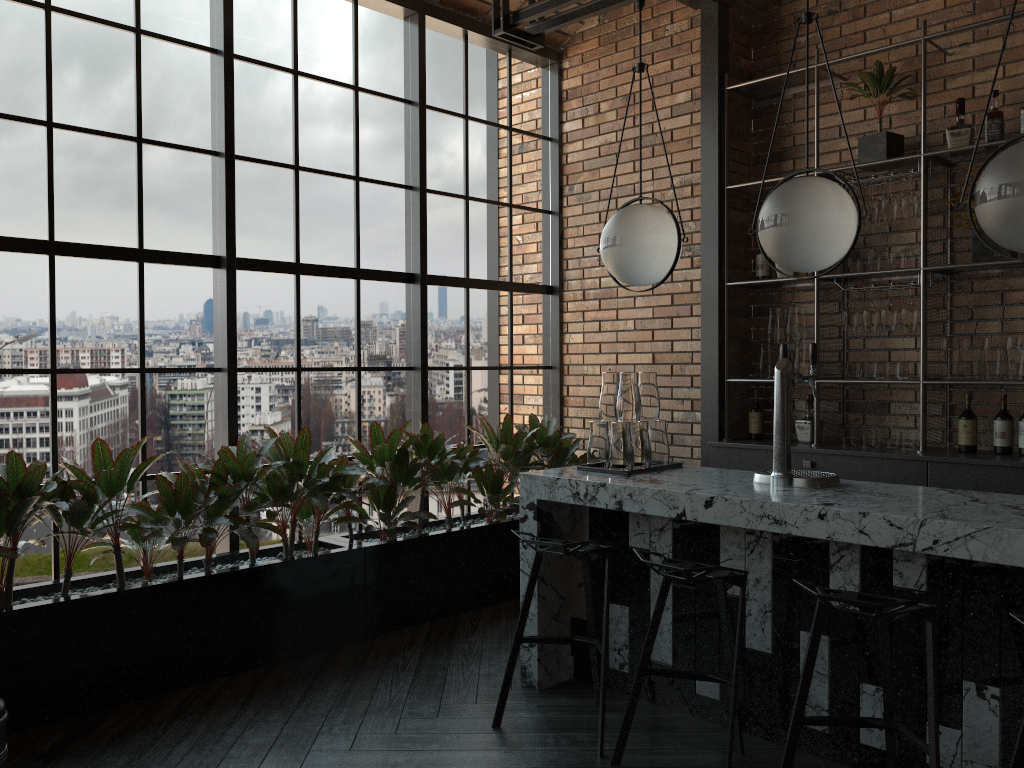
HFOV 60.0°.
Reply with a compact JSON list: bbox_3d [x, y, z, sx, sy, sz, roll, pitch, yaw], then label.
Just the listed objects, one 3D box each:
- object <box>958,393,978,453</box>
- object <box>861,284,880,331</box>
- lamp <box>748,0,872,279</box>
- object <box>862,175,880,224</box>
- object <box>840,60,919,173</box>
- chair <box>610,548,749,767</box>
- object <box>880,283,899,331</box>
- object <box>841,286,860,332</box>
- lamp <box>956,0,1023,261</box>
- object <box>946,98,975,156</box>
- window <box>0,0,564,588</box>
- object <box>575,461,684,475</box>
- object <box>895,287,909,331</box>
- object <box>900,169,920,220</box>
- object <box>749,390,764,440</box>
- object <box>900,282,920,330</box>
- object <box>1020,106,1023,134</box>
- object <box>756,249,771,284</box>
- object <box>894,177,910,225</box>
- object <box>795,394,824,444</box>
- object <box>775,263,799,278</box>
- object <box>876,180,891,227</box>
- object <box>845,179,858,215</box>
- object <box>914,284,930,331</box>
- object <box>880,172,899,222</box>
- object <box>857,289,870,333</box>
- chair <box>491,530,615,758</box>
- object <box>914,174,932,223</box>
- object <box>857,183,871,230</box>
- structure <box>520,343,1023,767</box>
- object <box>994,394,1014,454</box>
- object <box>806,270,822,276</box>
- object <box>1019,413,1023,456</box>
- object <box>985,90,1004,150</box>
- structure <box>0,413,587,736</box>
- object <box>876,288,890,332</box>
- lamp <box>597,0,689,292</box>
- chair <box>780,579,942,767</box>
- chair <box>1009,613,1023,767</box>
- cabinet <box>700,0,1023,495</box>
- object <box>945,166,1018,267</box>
[{"bbox_3d":[2.305,0.197,4.482,0.086,0.299,0.086,0,1,4],"label":"object"},{"bbox_3d":[1.910,-0.405,4.723,0.092,0.244,0.092,-1,1,-39],"label":"object"},{"bbox_3d":[1.051,-1.252,3.155,0.340,1.754,0.340,0,1,1],"label":"lamp"},{"bbox_3d":[1.908,-0.977,4.711,0.092,0.244,0.092,-1,1,-39],"label":"object"},{"bbox_3d":[1.990,-1.443,4.783,0.377,0.554,0.422,0,1,33],"label":"object"},{"bbox_3d":[0.633,0.916,2.929,0.414,0.737,0.475,-1,2,-40],"label":"chair"},{"bbox_3d":[1.980,-0.404,4.653,0.092,0.244,0.092,-1,1,-39],"label":"object"},{"bbox_3d":[1.833,-0.406,4.801,0.092,0.244,0.092,-1,1,-39],"label":"object"},{"bbox_3d":[1.569,-1.244,2.637,0.340,1.754,0.340,0,1,1],"label":"lamp"},{"bbox_3d":[2.264,-1.301,4.478,0.123,0.279,0.123,0,1,34],"label":"object"},{"bbox_3d":[-5.421,-0.510,0.462,0.168,3.253,16.179,1,2,45],"label":"window"},{"bbox_3d":[0.514,0.358,3.854,0.273,0.019,0.437,1,2,45],"label":"object"},{"bbox_3d":[2.097,-0.407,4.770,0.092,0.244,0.092,-1,1,-39],"label":"object"},{"bbox_3d":[2.051,-0.975,4.568,0.092,0.244,0.092,-1,1,-39],"label":"object"},{"bbox_3d":[1.465,0.184,5.319,0.086,0.299,0.086,0,1,4],"label":"object"},{"bbox_3d":[2.054,-0.403,4.580,0.092,0.244,0.092,-1,1,-39],"label":"object"},{"bbox_3d":[2.493,-1.300,4.248,0.083,0.282,0.083,-1,1,-30],"label":"object"},{"bbox_3d":[1.503,-0.751,5.294,0.086,0.298,0.086,0,1,4],"label":"object"},{"bbox_3d":[2.094,-0.979,4.758,0.092,0.244,0.092,-1,1,-39],"label":"object"},{"bbox_3d":[1.698,0.198,5.060,0.123,0.279,0.123,-1,1,-31],"label":"object"},{"bbox_3d":[1.598,-0.738,5.136,0.123,0.279,0.123,0,1,34],"label":"object"},{"bbox_3d":[2.024,-0.980,4.828,0.092,0.244,0.092,-1,1,-39],"label":"object"},{"bbox_3d":[1.830,-0.979,4.789,0.092,0.244,0.092,-1,1,-39],"label":"object"},{"bbox_3d":[2.170,-0.405,4.696,0.092,0.244,0.092,-1,1,-39],"label":"object"},{"bbox_3d":[1.978,-0.976,4.641,0.092,0.244,0.092,-1,1,-39],"label":"object"},{"bbox_3d":[1.949,-0.409,4.917,0.092,0.244,0.092,-1,1,-39],"label":"object"},{"bbox_3d":[0.228,0.910,3.333,0.475,0.737,0.414,1,1,35],"label":"chair"},{"bbox_3d":[2.167,-0.978,4.685,0.092,0.244,0.092,-1,1,-39],"label":"object"},{"bbox_3d":[1.946,-0.982,4.906,0.092,0.244,0.092,-1,1,-39],"label":"object"},{"bbox_3d":[2.606,0.569,2.517,5.346,1.430,1.930,1,2,45],"label":"structure"},{"bbox_3d":[2.434,0.197,4.389,0.086,0.298,0.086,0,1,4],"label":"object"},{"bbox_3d":[1.719,-0.747,5.039,0.086,0.299,0.086,0,1,4],"label":"object"},{"bbox_3d":[2.501,0.199,4.288,0.086,0.298,0.086,0,1,4],"label":"object"},{"bbox_3d":[2.375,-1.302,4.365,0.083,0.282,0.083,0,1,30],"label":"object"},{"bbox_3d":[-0.858,0.725,4.497,0.757,1.072,4.107,1,2,44],"label":"structure"},{"bbox_3d":[2.027,-0.408,4.840,0.092,0.244,0.092,-1,1,-39],"label":"object"},{"bbox_3d":[0.532,-1.260,3.673,0.340,1.754,0.340,0,1,1],"label":"lamp"},{"bbox_3d":[1.031,0.922,2.531,0.475,0.737,0.414,1,2,40],"label":"chair"},{"bbox_3d":[1.443,0.928,2.121,0.414,0.737,0.475,-1,1,-35],"label":"chair"},{"bbox_3d":[2.439,-0.578,4.264,7.075,3.779,0.564,1,2,45],"label":"cabinet"},{"bbox_3d":[2.374,-0.848,4.339,0.425,0.526,0.430,-1,1,-33],"label":"object"}]
